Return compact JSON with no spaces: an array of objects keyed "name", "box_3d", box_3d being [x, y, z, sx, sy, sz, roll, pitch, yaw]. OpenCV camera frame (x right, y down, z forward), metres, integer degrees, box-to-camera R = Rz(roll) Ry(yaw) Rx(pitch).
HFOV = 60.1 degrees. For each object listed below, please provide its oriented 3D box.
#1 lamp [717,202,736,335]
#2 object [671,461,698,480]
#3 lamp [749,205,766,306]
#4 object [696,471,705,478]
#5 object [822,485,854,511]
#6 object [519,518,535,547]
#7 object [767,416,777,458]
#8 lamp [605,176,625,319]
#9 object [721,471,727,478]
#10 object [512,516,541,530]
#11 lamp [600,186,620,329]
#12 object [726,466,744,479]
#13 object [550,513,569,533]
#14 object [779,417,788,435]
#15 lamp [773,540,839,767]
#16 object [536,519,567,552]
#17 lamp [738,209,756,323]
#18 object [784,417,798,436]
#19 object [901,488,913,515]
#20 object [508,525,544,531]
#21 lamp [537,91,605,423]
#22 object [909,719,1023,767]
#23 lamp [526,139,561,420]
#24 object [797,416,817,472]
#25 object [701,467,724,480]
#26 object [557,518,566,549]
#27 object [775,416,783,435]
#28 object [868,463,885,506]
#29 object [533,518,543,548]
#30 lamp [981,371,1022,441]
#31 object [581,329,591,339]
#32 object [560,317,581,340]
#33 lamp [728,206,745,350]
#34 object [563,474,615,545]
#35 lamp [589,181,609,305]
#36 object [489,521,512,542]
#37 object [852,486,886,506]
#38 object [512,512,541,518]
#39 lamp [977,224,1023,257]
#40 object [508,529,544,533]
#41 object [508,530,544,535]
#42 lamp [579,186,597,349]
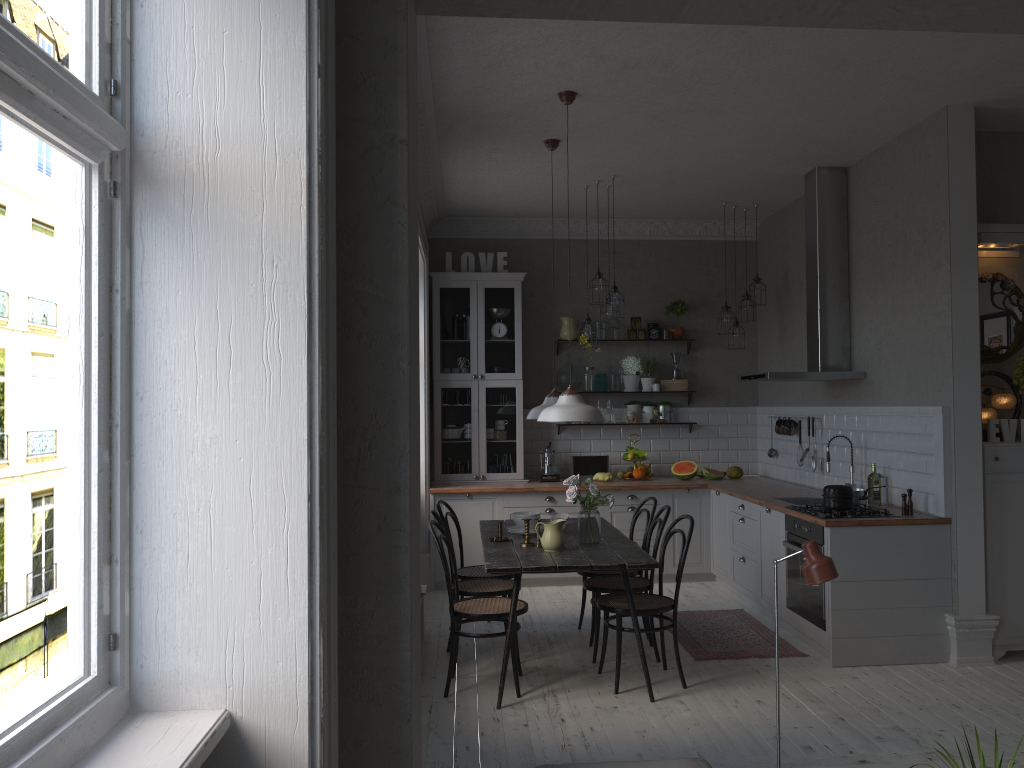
[{"name":"lamp","box_3d":[1.858,-1.301,7.722,0.144,1.735,0.149,-1,-2,28]},{"name":"object","box_3d":[1.570,0.792,8.064,0.233,0.174,0.220,-1,-2,17]},{"name":"lamp","box_3d":[2.158,-1.559,7.828,0.149,1.735,0.144,0,-2,-32]},{"name":"object","box_3d":[1.797,0.849,8.305,0.199,0.067,0.103,-1,-1,1]},{"name":"object","box_3d":[1.999,0.698,5.435,0.193,0.147,0.190,0,-2,-25]},{"name":"object","box_3d":[0.088,0.858,5.169,0.097,0.172,0.094,0,-2,-23]},{"name":"object","box_3d":[2.353,0.480,8.018,0.077,0.379,0.082,0,-1,-4]},{"name":"lamp","box_3d":[0.777,-1.367,6.787,0.143,1.735,0.150,-2,-2,43]},{"name":"object","box_3d":[1.921,0.842,8.220,0.204,0.073,0.117,1,-2,-41]},{"name":"object","box_3d":[0.092,0.889,5.635,0.181,0.094,0.178,0,-2,-13]},{"name":"lamp","box_3d":[0.773,-1.309,7.100,0.148,1.735,0.145,0,-2,-17]},{"name":"object","box_3d":[2.060,0.817,8.185,0.208,0.119,0.129,1,-2,-42]},{"name":"object","box_3d":[0.307,0.896,5.698,0.123,0.119,0.128,-1,-2,11]},{"name":"object","box_3d":[2.368,0.362,7.633,0.108,0.161,0.136,-1,-1,-2]},{"name":"lamp","box_3d":[0.853,0.889,2.661,0.247,0.839,0.140,-1,-2,31]},{"name":"object","box_3d":[0.228,0.853,4.991,0.153,0.170,0.133,1,-2,-43]},{"name":"lamp","box_3d":[2.108,-1.426,7.990,0.143,1.735,0.150,-2,-2,38]},{"name":"object","box_3d":[2.365,0.359,7.506,0.107,0.161,0.138,-1,-2,13]},{"name":"object","box_3d":[2.405,0.714,5.391,0.073,0.167,0.036,0,-1,-5]},{"name":"object","box_3d":[0.093,0.925,5.635,0.234,0.027,0.240,-1,-2,19]},{"name":"lamp","box_3d":[0.321,-0.714,4.979,0.372,1.858,0.387,-1,-2,33]},{"name":"object","box_3d":[1.245,1.091,2.302,0.725,0.420,0.669,-1,-2,14]},{"name":"lamp","box_3d":[0.274,-0.691,5.869,0.378,1.858,0.380,-1,-1,3]},{"name":"object","box_3d":[2.363,0.483,7.133,0.081,0.443,0.328,0,-1,-3]},{"name":"object","box_3d":[1.831,0.812,8.038,0.227,0.127,0.146,0,-2,-22]},{"name":"object","box_3d":[0.278,0.856,5.079,0.059,0.167,0.059,-1,-1,9]},{"name":"object","box_3d":[2.360,0.366,7.761,0.108,0.161,0.137,-1,-1,8]},{"name":"object","box_3d":[2.440,0.672,5.927,0.090,0.282,0.081,0,-1,-4]},{"name":"object","box_3d":[0.153,0.855,5.103,0.061,0.172,0.063,-1,-2,17]},{"name":"lamp","box_3d":[2.999,0.196,5.551,0.449,0.558,0.172,-1,-1,3]},{"name":"object","box_3d":[0.702,-0.461,8.383,0.103,0.111,0.103,0,-1,-5]},{"name":"object","box_3d":[0.544,-0.514,8.312,0.189,0.216,0.174,-1,-1,9]},{"name":"lamp","box_3d":[1.980,-1.176,7.865,0.149,1.735,0.144,0,-2,-32]},{"name":"object","box_3d":[0.455,0.734,5.220,0.313,0.414,0.250,0,-1,-6]},{"name":"lamp","box_3d":[0.672,-1.493,6.940,0.148,1.735,0.145,0,-2,-17]},{"name":"object","box_3d":[-0.071,0.895,5.392,0.141,0.112,0.137,0,-2,-22]},{"name":"object","box_3d":[2.256,0.709,5.688,0.298,0.134,0.178,-1,-2,30]},{"name":"object","box_3d":[0.092,0.869,5.636,0.181,0.094,0.178,0,-2,-13]},{"name":"lamp","box_3d":[3.097,-0.912,5.637,0.417,0.171,0.219,0,-1,-5]},{"name":"object","box_3d":[0.093,0.933,5.635,0.242,0.027,0.232,0,-2,-36]},{"name":"object","box_3d":[0.093,0.942,5.634,0.235,0.027,0.240,-1,-2,14]},{"name":"lamp","box_3d":[0.600,-1.148,7.082,0.150,1.735,0.143,1,-2,-37]}]
